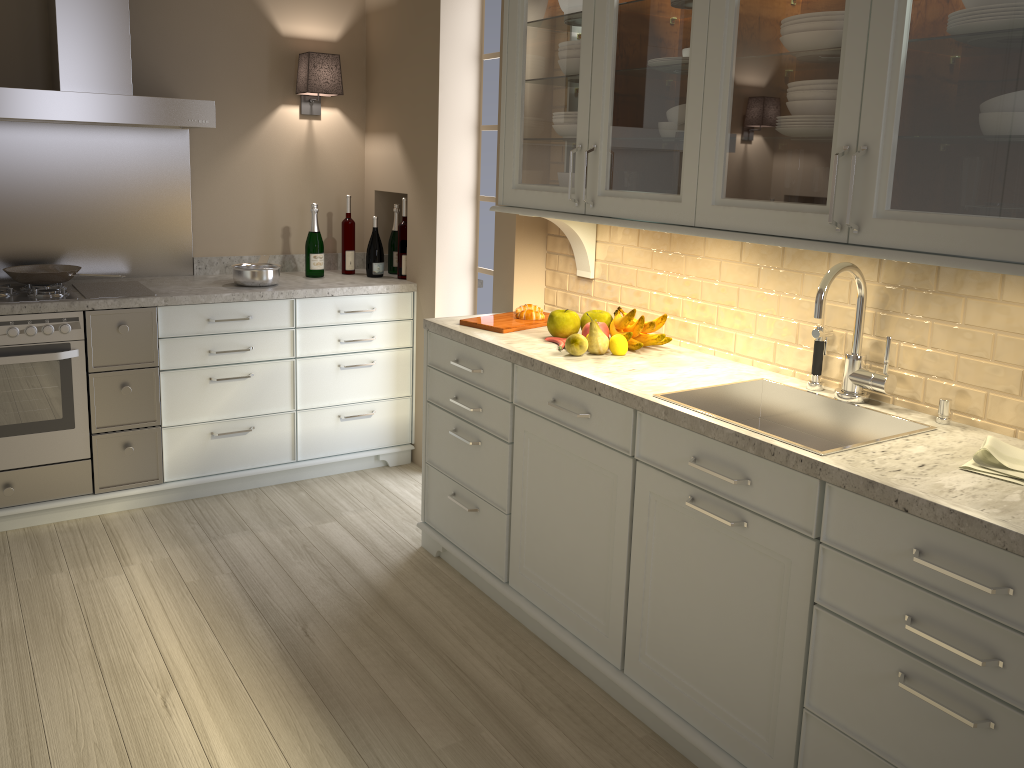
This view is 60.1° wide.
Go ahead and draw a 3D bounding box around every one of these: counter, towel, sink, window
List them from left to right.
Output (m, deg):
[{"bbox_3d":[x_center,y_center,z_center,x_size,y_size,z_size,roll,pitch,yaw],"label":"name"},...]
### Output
[{"bbox_3d":[-1.901,-0.353,3.227,3.857,0.112,0.585,-7,17,-32],"label":"counter"},{"bbox_3d":[-0.025,-0.721,3.555,0.010,1.183,0.414,-5,12,-32],"label":"window"},{"bbox_3d":[0.511,0.015,2.245,0.524,0.034,2.223,-7,17,-32],"label":"counter"},{"bbox_3d":[0.616,0.261,2.032,0.381,0.409,0.490,-6,15,-32],"label":"sink"},{"bbox_3d":[0.942,0.145,1.642,0.165,0.050,0.172,14,18,41],"label":"towel"}]

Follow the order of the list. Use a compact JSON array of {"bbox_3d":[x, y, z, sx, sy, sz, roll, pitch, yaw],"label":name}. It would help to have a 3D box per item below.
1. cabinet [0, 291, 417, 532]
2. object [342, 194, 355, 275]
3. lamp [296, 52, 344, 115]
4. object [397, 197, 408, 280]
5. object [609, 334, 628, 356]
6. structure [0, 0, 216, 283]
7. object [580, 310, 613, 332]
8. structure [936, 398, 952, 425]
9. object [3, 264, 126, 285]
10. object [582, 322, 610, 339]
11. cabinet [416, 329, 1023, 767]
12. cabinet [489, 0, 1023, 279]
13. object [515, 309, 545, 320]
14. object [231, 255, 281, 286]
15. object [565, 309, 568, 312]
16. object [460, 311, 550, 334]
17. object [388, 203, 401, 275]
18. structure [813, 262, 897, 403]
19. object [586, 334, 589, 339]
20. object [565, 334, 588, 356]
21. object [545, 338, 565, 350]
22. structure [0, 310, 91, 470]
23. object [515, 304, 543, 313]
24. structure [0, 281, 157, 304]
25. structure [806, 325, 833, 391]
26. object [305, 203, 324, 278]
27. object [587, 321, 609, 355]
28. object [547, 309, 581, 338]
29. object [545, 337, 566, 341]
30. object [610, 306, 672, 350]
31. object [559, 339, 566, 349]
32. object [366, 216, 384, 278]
[{"bbox_3d":[-1.928,0.075,3.309,3.216,0.783,0.649,-7,15,-32],"label":"cabinet"},{"bbox_3d":[-0.749,-0.683,4.046,0.062,0.361,0.063,2,10,1],"label":"object"},{"bbox_3d":[-0.864,-1.333,3.934,0.170,0.255,0.194,-5,14,-32],"label":"lamp"},{"bbox_3d":[-0.479,-0.649,3.948,0.062,0.361,0.063,2,10,1],"label":"object"},{"bbox_3d":[0.305,-0.111,2.537,0.056,0.065,0.054,-4,13,-26],"label":"object"},{"bbox_3d":[-1.903,-1.134,3.128,1.563,1.657,0.452,-6,13,-33],"label":"structure"},{"bbox_3d":[0.264,-0.183,2.751,0.106,0.089,0.105,7,13,20],"label":"object"},{"bbox_3d":[0.952,0.060,1.947,0.029,0.055,0.029,6,12,21],"label":"structure"},{"bbox_3d":[-1.703,-0.402,3.317,0.425,0.050,0.268,8,15,24],"label":"object"},{"bbox_3d":[0.251,-0.151,2.659,0.085,0.069,0.082,8,14,26],"label":"object"},{"bbox_3d":[0.538,0.404,2.329,0.640,0.783,2.245,-6,16,-32],"label":"cabinet"},{"bbox_3d":[0.566,-0.701,2.158,0.412,1.098,1.950,-5,15,-32],"label":"cabinet"},{"bbox_3d":[0.061,-0.231,2.965,0.099,0.036,0.045,1,13,-3],"label":"object"},{"bbox_3d":[-1.041,-0.479,3.735,0.198,0.089,0.376,4,14,8],"label":"object"},{"bbox_3d":[0.167,-0.221,2.723,0.018,0.021,0.003,13,15,42],"label":"object"},{"bbox_3d":[0.016,-0.213,2.984,0.202,0.020,0.353,14,19,40],"label":"object"},{"bbox_3d":[-0.535,-0.677,4.121,0.083,0.327,0.084,1,10,-4],"label":"object"},{"bbox_3d":[0.774,-0.113,2.046,0.211,0.332,0.143,-3,12,-23],"label":"structure"},{"bbox_3d":[0.246,-0.127,2.594,0.066,0.054,0.055,6,13,19],"label":"object"},{"bbox_3d":[0.180,-0.115,2.521,0.066,0.063,0.096,-1,13,-14],"label":"object"},{"bbox_3d":[0.140,-0.117,2.624,0.040,0.013,0.157,-2,15,-17],"label":"object"},{"bbox_3d":[-1.903,0.022,3.274,0.542,0.687,0.586,-6,14,-32],"label":"structure"},{"bbox_3d":[0.059,-0.260,3.080,0.099,0.036,0.045,-4,14,-22],"label":"object"},{"bbox_3d":[-1.869,-0.334,3.181,1.052,0.031,0.403,-7,17,-32],"label":"structure"},{"bbox_3d":[0.767,-0.065,2.205,0.057,0.160,0.043,-5,12,-33],"label":"structure"},{"bbox_3d":[-0.875,-0.637,3.918,0.083,0.327,0.084,1,10,-4],"label":"object"},{"bbox_3d":[0.246,-0.132,2.532,0.065,0.096,0.065,-7,14,-36],"label":"object"},{"bbox_3d":[0.160,-0.183,2.735,0.104,0.089,0.107,-4,14,-26],"label":"object"},{"bbox_3d":[0.153,-0.127,2.666,0.042,0.012,0.131,-7,16,-31],"label":"object"},{"bbox_3d":[0.358,-0.172,2.622,0.198,0.134,0.182,12,16,37],"label":"object"},{"bbox_3d":[0.159,-0.116,2.623,0.030,0.012,0.150,-1,14,-13],"label":"object"},{"bbox_3d":[-0.617,-0.619,3.990,0.083,0.273,0.085,0,11,-12],"label":"object"}]
